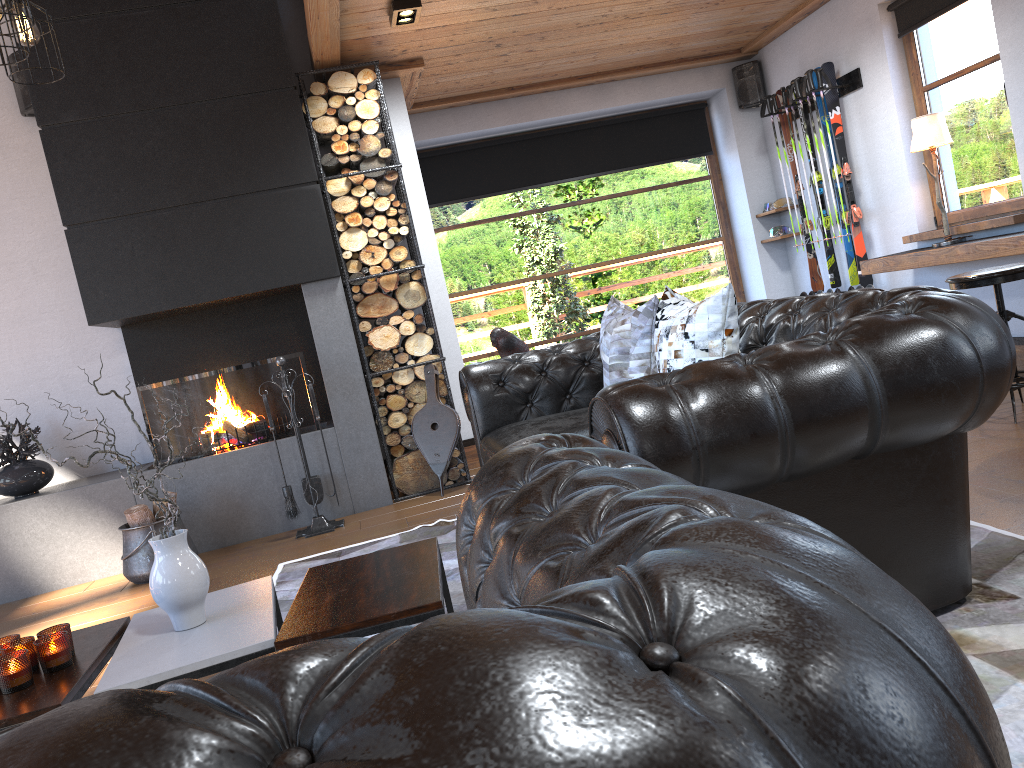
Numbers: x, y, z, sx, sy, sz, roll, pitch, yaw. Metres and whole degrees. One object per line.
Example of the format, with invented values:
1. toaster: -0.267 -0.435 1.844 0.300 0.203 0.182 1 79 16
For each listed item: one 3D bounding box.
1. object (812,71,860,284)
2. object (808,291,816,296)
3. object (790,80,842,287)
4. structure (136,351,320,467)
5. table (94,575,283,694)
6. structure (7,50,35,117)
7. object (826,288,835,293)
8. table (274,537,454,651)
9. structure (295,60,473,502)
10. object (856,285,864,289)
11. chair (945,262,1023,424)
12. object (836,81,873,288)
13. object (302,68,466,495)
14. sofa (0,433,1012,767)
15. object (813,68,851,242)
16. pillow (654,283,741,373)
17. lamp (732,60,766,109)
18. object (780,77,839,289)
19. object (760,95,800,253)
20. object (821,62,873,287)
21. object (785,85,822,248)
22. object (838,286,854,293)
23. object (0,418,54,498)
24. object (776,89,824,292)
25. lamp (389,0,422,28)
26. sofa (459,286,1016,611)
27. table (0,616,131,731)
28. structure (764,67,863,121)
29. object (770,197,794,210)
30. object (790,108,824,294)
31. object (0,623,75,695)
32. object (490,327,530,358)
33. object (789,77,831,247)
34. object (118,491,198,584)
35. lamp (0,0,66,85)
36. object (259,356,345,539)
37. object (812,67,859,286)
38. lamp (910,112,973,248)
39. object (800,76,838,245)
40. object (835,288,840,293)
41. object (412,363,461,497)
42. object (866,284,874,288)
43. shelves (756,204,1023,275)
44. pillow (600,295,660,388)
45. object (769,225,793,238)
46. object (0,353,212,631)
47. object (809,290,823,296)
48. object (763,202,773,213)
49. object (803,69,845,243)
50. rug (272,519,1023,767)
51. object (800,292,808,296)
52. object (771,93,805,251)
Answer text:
1. object: 2.404 -1.533 6.614 0.112 1.621 0.072 -13 4 -11
2. object: 2.356 -0.597 7.031 0.252 0.270 0.116 -13 4 -6
3. object: 2.333 -1.536 6.826 0.112 1.621 0.072 -13 4 -11
4. structure: -1.688 0.164 5.290 0.987 0.514 0.182 -13 4 -11
5. table: -0.801 0.811 2.370 0.403 0.350 0.646 -14 5 -15
6. structure: -2.873 -1.794 5.292 0.214 0.349 0.212 -13 5 -11
7. object: 2.415 -0.589 6.795 0.252 0.270 0.116 -13 4 -6
8. table: -0.358 0.710 2.425 0.401 0.350 0.649 -13 5 -5
9. structure: -0.802 -0.618 5.589 0.504 2.615 0.509 -13 4 -11
10. object: 2.482 -0.567 6.370 0.253 0.270 0.116 -14 5 -16
11. chair: 2.364 -0.200 4.231 0.443 0.716 0.440 -13 4 -7
12. object: 2.397 -1.482 6.401 0.116 1.605 0.095 -13 4 -11
13. object: -0.809 -0.611 5.597 0.496 2.610 0.464 -13 4 -11
14. sofa: -0.850 0.716 0.771 2.579 0.838 1.234 -13 5 -12
15. object: 2.313 -1.629 6.302 0.119 1.249 0.060 -9 6 41
16. pillow: 0.621 -0.116 3.034 0.284 0.469 0.527 -13 5 -7
17. lamp: 1.992 -2.503 7.430 0.214 0.349 0.212 -13 5 -11
18. object: 2.267 -1.515 6.746 0.256 1.621 0.103 -13 4 -15
19. object: 2.103 -1.640 6.955 0.122 1.249 0.058 -15 5 -29
20. object: 2.401 -1.489 6.303 0.116 1.605 0.095 -13 4 -11
21. object: 2.210 -1.648 6.776 0.059 1.249 0.120 -15 5 -28
22. object: 2.477 -0.581 6.541 0.251 0.270 0.117 -12 4 4
23. object: -2.883 0.428 5.159 0.339 0.455 0.336 -11 5 15
24. object: 2.277 -1.518 6.957 0.116 1.605 0.095 -13 4 -11
25. lamp: -0.572 -1.989 4.729 0.156 0.068 0.260 -13 5 -10
26. sofa: 0.603 0.189 3.240 1.246 0.838 2.554 -13 5 -11
27. table: -1.217 0.911 2.259 0.402 0.350 0.647 -13 5 -10
28. structure: 2.192 -2.119 6.629 0.320 0.135 1.046 -13 5 -10
29. object: 2.243 -1.500 7.354 0.190 0.084 0.159 -13 5 -12
30. object: 2.272 -1.511 7.055 0.116 1.605 0.095 -13 4 -11
31. object: -1.266 0.700 2.260 0.299 0.081 0.249 -10 5 28
32. object: 0.008 -0.154 4.671 0.148 0.319 0.251 -10 5 30
33. object: 2.189 -1.624 6.548 0.119 1.249 0.060 -9 5 36
34. object: -1.929 0.824 4.786 0.381 0.431 0.387 -11 5 15
35. lamp: -1.802 -2.117 2.666 0.264 2.200 0.796 -14 5 -19
36. object: -1.198 0.340 5.020 0.304 1.017 0.311 -9 5 35
37. object: 2.408 -1.528 6.539 0.112 1.621 0.072 -13 4 -11
38. lamp: 2.859 -0.947 5.464 0.634 1.480 0.245 -13 4 -8
39. object: 2.254 -1.638 6.548 0.059 1.249 0.120 -15 5 -28
40. object: 2.421 -0.580 6.666 0.250 0.270 0.117 -12 4 9
41. object: -0.459 0.269 5.373 0.270 0.794 0.261 -15 5 -27
42. object: 2.505 -0.562 6.246 0.253 0.270 0.116 -14 5 -16
43. shelves: 2.903 -0.843 4.402 0.615 0.988 6.616 -13 5 -9
44. pillow: 0.494 -0.146 3.699 0.284 0.469 0.527 -13 5 -7
45. object: 2.270 -1.291 7.466 0.186 0.084 0.355 -10 5 25
46. object: -0.959 0.257 2.294 0.406 0.807 0.620 -12 4 1
47. object: 2.378 -0.591 6.911 0.252 0.270 0.116 -13 4 -6
48. object: 2.209 -1.507 7.529 0.160 0.084 0.188 -13 5 -12
49. object: 2.215 -1.611 6.338 0.060 1.249 0.119 -16 6 -43
50. rug: 0.338 0.699 2.656 2.443 0.053 4.028 -13 5 -10
51. object: 2.336 -0.602 7.147 0.254 0.270 0.115 -14 5 -21
52. object: 2.167 -1.658 7.005 0.059 1.249 0.120 -15 5 -28
